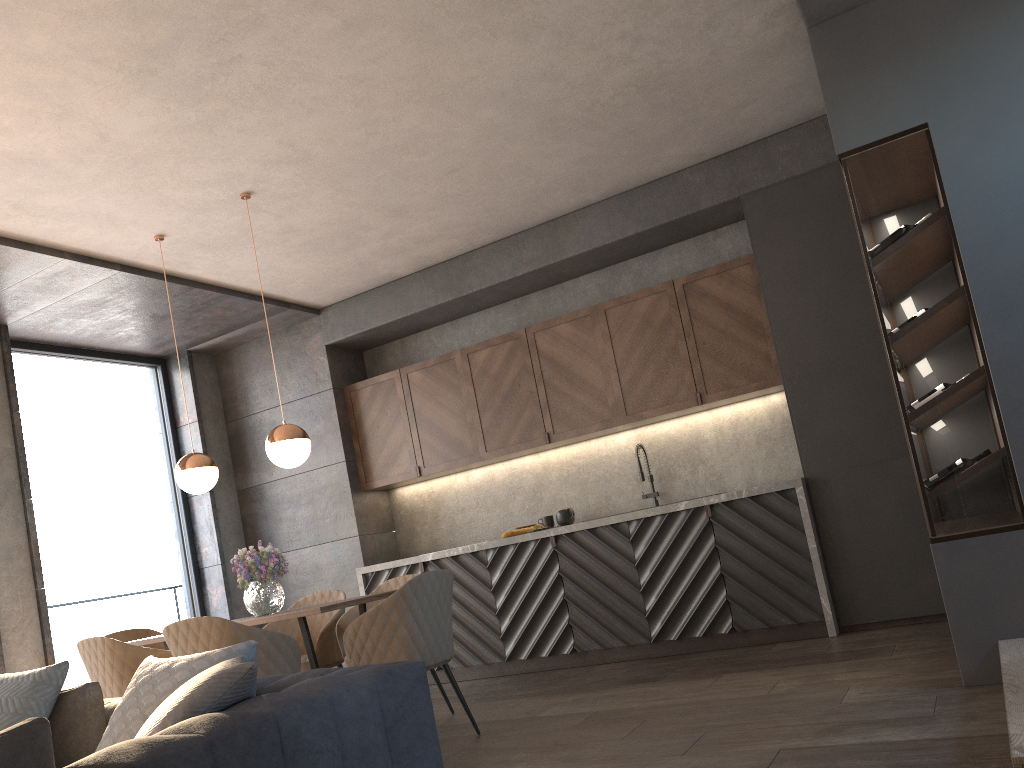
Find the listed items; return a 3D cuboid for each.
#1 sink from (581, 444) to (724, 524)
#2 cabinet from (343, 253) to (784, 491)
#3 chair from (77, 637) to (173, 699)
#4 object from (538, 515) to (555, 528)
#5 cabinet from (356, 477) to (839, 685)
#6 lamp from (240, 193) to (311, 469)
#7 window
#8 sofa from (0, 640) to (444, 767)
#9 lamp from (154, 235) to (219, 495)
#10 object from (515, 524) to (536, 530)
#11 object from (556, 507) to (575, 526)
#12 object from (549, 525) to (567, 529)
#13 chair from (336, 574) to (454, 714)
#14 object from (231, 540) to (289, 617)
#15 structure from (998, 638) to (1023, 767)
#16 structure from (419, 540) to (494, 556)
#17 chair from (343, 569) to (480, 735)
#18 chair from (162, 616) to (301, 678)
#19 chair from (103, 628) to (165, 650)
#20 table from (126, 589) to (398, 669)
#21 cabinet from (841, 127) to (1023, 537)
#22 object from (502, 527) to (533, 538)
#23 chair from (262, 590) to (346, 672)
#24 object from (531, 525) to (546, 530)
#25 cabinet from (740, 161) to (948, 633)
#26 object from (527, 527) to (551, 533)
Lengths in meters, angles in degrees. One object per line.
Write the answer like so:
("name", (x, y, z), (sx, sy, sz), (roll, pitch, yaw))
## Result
("sink", (0.956, 0.656, 6.052), (0.971, 0.541, 0.461), (-16, -9, 27))
("cabinet", (0.254, 0.024, 6.506), (3.425, 0.857, 0.369), (-16, -8, 27))
("chair", (-1.788, 1.624, 4.374), (0.562, 0.828, 0.509), (-16, -9, 36))
("object", (0.258, 1.023, 6.480), (0.111, 0.103, 0.092), (-6, -9, -31))
("cabinet", (0.488, 1.475, 6.258), (3.424, 0.941, 0.601), (-16, -9, 27))
("lamp", (-1.324, -0.297, 4.798), (0.239, 1.530, 0.241), (-11, -6, 2))
("window", (-4.357, 0.969, 4.117), (0.201, 2.967, 7.284), (-14, -10, 26))
("sofa", (-1.734, 1.184, 1.979), (2.042, 0.776, 2.918), (-16, -11, 26))
("lamp", (-1.929, -0.118, 5.118), (0.241, 1.530, 0.238), (-15, -7, 32))
("object", (0.107, 1.085, 6.567), (0.157, 0.067, 0.117), (-13, -10, 12))
("object", (0.386, 0.967, 6.409), (0.136, 0.136, 0.154), (-11, -8, -1))
("object", (0.166, 1.065, 6.386), (0.493, 0.040, 0.285), (-15, -11, 22))
("chair", (-0.682, 1.540, 5.072), (0.560, 0.828, 0.511), (-15, -8, 26))
("object", (-1.362, 1.057, 4.824), (0.298, 0.405, 0.332), (-11, -8, -3))
("structure", (2.381, 0.106, 2.254), (2.281, 1.409, 1.510), (-16, -9, 27))
("structure", (-0.313, 1.234, 6.696), (0.616, 0.017, 0.505), (-16, -12, 26))
("chair", (-0.498, 1.359, 4.307), (0.515, 0.828, 0.555), (-15, -8, 31))
("chair", (-1.258, 1.468, 4.098), (0.559, 0.828, 0.512), (-14, -7, 21))
("chair", (-2.071, 1.830, 5.170), (0.515, 0.828, 0.555), (-15, -8, 31))
("table", (-1.273, 1.628, 4.747), (1.480, 0.762, 0.770), (-16, -9, 27))
("cabinet", (1.884, -0.166, 3.928), (0.340, 1.569, 1.000), (-14, -8, 26))
("object", (0.065, 1.079, 6.423), (0.300, 0.054, 0.072), (-7, -10, -22))
("chair", (-1.234, 1.708, 5.388), (0.559, 0.828, 0.512), (-14, -7, 21))
("object", (0.192, 1.031, 6.326), (0.121, 0.045, 0.116), (-17, -12, 31))
("cabinet", (2.152, -0.006, 5.032), (1.198, 2.729, 1.204), (-14, -7, 27))
("object", (0.195, 1.049, 6.324), (0.169, 0.020, 0.173), (-3, -13, -37))
